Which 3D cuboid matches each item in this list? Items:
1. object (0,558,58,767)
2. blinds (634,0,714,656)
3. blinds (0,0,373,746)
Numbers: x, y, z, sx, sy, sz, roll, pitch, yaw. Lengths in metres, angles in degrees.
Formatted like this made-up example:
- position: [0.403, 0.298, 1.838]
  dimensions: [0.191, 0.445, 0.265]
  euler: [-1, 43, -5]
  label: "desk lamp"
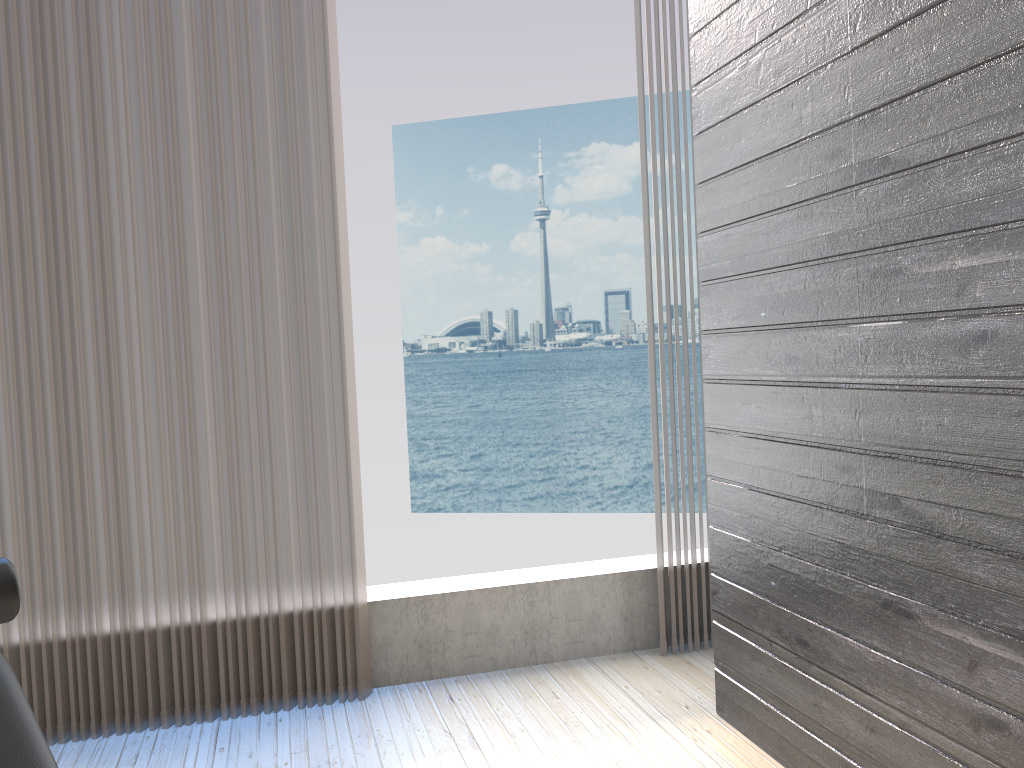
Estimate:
- position: [-0.468, 0.601, 0.694]
  dimensions: [1.312, 0.746, 0.505]
  euler: [-1, 3, 44]
  label: "object"
- position: [0.946, -0.539, 2.933]
  dimensions: [1.133, 2.744, 0.069]
  euler: [-3, 2, -15]
  label: "blinds"
- position: [-1.015, -0.429, 2.403]
  dimensions: [1.133, 2.744, 0.069]
  euler: [-3, 2, -15]
  label: "blinds"
